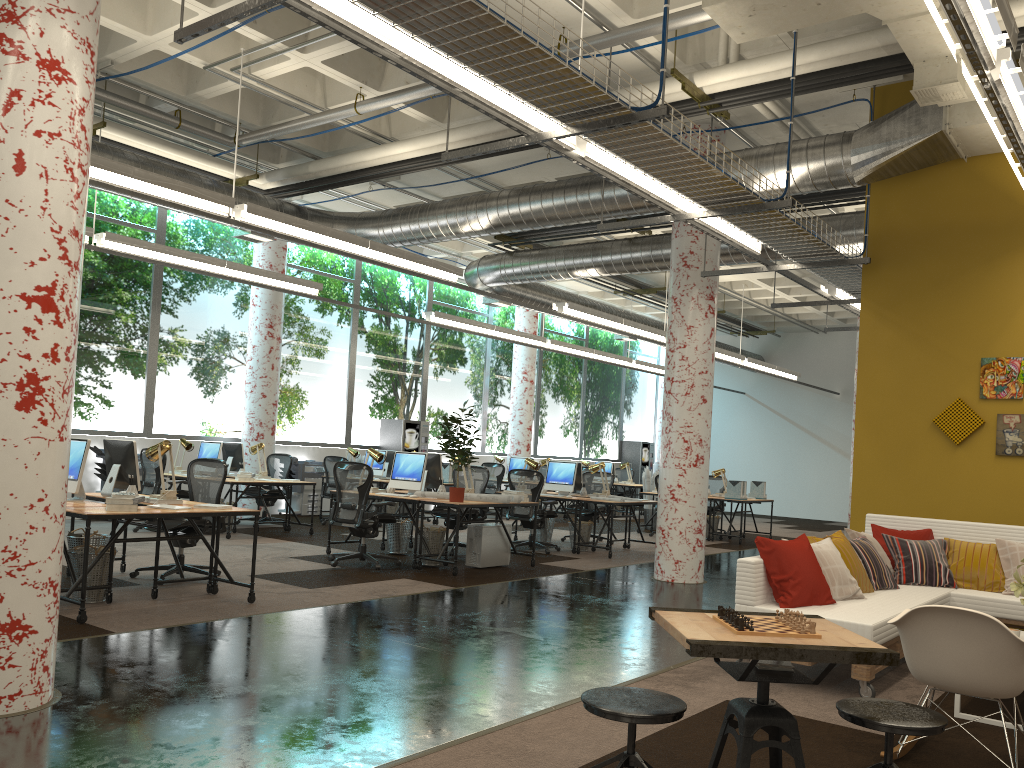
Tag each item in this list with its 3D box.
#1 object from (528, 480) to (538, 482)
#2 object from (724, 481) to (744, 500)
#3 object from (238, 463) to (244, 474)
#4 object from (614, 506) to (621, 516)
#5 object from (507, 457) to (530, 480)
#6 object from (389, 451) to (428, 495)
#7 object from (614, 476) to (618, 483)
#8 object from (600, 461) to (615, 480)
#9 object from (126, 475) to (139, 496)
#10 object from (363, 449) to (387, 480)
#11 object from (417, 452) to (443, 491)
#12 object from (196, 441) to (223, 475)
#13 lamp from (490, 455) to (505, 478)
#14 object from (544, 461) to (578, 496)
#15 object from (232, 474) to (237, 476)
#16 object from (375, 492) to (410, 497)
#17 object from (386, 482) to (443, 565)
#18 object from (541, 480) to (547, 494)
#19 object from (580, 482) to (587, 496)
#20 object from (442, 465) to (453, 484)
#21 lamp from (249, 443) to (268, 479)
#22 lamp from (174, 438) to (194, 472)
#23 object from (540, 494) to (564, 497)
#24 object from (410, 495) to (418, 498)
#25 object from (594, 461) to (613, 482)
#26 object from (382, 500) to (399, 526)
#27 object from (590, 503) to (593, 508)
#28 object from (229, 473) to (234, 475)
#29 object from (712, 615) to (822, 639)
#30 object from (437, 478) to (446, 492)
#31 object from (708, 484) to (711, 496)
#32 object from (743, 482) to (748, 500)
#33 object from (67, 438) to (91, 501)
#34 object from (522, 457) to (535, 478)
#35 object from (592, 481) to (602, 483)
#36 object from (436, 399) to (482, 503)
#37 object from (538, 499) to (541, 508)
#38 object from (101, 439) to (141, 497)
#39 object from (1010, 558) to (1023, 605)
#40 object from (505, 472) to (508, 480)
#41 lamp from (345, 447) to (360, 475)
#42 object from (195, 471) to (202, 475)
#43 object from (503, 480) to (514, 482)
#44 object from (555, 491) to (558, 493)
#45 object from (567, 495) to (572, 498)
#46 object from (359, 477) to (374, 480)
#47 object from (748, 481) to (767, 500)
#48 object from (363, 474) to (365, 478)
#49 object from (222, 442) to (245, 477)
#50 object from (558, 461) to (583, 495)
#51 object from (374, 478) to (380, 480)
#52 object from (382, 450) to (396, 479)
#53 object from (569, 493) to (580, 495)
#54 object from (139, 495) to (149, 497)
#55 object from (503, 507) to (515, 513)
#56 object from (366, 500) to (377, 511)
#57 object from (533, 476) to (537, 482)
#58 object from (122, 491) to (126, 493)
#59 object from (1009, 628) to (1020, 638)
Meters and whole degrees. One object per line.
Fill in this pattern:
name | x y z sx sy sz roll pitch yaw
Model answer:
object | 0.397 2.023 18.544 0.438 0.017 0.119 0 -6 37
object | 3.719 1.778 14.795 0.280 0.302 0.150 1 -3 37
object | -3.807 1.214 12.474 0.101 0.209 0.101 4 -2 -8
object | 2.346 2.783 20.211 0.358 0.434 0.354 1 -3 34
object | 0.145 1.718 17.810 0.483 0.484 0.190 1 -3 37
object | -1.140 1.002 9.868 0.483 0.484 0.190 1 -3 37
object | 2.439 2.215 20.719 0.101 0.209 0.101 4 -2 -8
object | 2.214 2.084 20.974 0.483 0.484 0.190 1 -3 37
object | -3.070 0.840 7.156 0.101 0.209 0.101 4 -2 -8
object | -2.514 1.694 14.809 1.077 1.207 0.191 1 -2 38
object | -1.030 1.053 10.447 0.483 0.484 0.190 1 -3 37
object | -4.143 1.031 12.150 0.483 0.484 0.190 1 -3 37
lamp | -0.364 1.755 18.122 0.219 0.610 0.528 4 -3 -33
object | 0.694 1.326 12.402 0.483 0.484 0.190 1 -3 37
object | -3.891 1.336 12.885 0.438 0.017 0.119 0 -6 37
object | -1.308 1.212 9.701 0.438 0.017 0.119 0 -6 37
object | -1.087 1.509 9.909 0.847 0.932 0.105 1 -2 32
object | 0.454 1.470 12.651 0.101 0.209 0.101 4 -2 -8
object | 1.030 1.509 12.725 0.101 0.209 0.101 4 -2 -8
object | -1.102 1.498 14.727 0.280 0.302 0.150 1 -3 37
lamp | -3.532 1.128 12.412 0.209 0.610 0.528 4 -3 -33
lamp | -4.651 1.068 12.463 0.219 0.610 0.528 4 -3 -33
object | 0.527 1.537 12.235 0.438 0.017 0.119 0 -6 37
object | -1.051 1.205 9.497 0.059 0.029 0.106 0 -5 38
object | 2.104 2.032 20.395 0.483 0.484 0.190 1 -3 37
object | -2.016 2.084 14.453 0.358 0.434 0.354 1 -3 34
object | 1.886 2.828 21.122 0.358 0.434 0.354 1 -3 34
object | -4.147 1.331 13.089 0.059 0.029 0.106 0 -5 38
object | 0.833 0.800 2.919 0.273 0.012 0.273 3 -4 -3
object | -0.805 1.184 10.191 0.101 0.209 0.101 4 -2 -8
object | 3.508 1.893 15.833 0.101 0.209 0.101 4 -2 -8
object | 3.809 1.792 14.913 0.280 0.302 0.150 1 -3 37
object | -3.405 0.657 6.833 0.483 0.484 0.190 1 -3 37
object | 0.255 1.770 18.389 0.483 0.484 0.190 1 -3 37
object | 1.936 2.243 20.228 0.438 0.017 0.119 0 -6 37
object | -0.570 0.684 9.173 0.513 1.076 0.440 2 -2 28
object | -0.716 2.325 16.574 3.419 0.436 0.366 7 -5 -43
object | -3.295 0.708 7.412 0.483 0.484 0.190 1 -3 37
object | 3.163 1.223 5.046 0.790 0.615 0.417 6 -4 -40
object | -0.096 1.862 18.059 0.101 0.209 0.101 4 -2 -8
lamp | -2.763 1.370 14.952 0.209 0.610 0.528 4 -3 -33
object | -4.383 1.175 12.399 0.101 0.209 0.101 4 -2 -8
object | -0.023 1.929 17.643 0.438 0.017 0.119 0 -6 37
object | 0.690 1.626 13.341 0.059 0.029 0.106 0 -5 38
object | 0.784 1.529 12.031 0.059 0.029 0.106 0 -5 38
object | -2.426 1.544 14.470 0.438 0.017 0.119 0 -6 37
object | 4.329 1.875 15.600 0.280 0.302 0.150 1 -3 37
object | -2.499 1.477 14.886 0.101 0.209 0.101 4 -2 -8
object | -4.032 1.083 12.729 0.483 0.484 0.190 1 -3 37
object | 0.805 1.378 12.981 0.483 0.484 0.190 1 -3 37
object | -2.169 1.536 14.266 0.059 0.029 0.106 0 -5 38
object | -2.148 1.385 15.216 0.483 0.484 0.190 1 -3 37
object | 0.946 1.632 13.137 0.438 0.017 0.119 0 -6 37
object | -3.153 0.962 7.568 0.438 0.017 0.119 0 -6 37
object | -0.073 2.514 18.536 0.358 0.434 0.354 1 -3 34
object | -2.478 2.129 15.364 0.353 0.434 0.369 4 -3 -17
object | 0.480 1.901 18.133 0.101 0.209 0.101 4 -2 -8
object | -3.410 0.957 7.772 0.059 0.029 0.106 0 -5 38
object | 2.949 1.488 5.218 0.161 0.090 0.160 5 -4 -28
